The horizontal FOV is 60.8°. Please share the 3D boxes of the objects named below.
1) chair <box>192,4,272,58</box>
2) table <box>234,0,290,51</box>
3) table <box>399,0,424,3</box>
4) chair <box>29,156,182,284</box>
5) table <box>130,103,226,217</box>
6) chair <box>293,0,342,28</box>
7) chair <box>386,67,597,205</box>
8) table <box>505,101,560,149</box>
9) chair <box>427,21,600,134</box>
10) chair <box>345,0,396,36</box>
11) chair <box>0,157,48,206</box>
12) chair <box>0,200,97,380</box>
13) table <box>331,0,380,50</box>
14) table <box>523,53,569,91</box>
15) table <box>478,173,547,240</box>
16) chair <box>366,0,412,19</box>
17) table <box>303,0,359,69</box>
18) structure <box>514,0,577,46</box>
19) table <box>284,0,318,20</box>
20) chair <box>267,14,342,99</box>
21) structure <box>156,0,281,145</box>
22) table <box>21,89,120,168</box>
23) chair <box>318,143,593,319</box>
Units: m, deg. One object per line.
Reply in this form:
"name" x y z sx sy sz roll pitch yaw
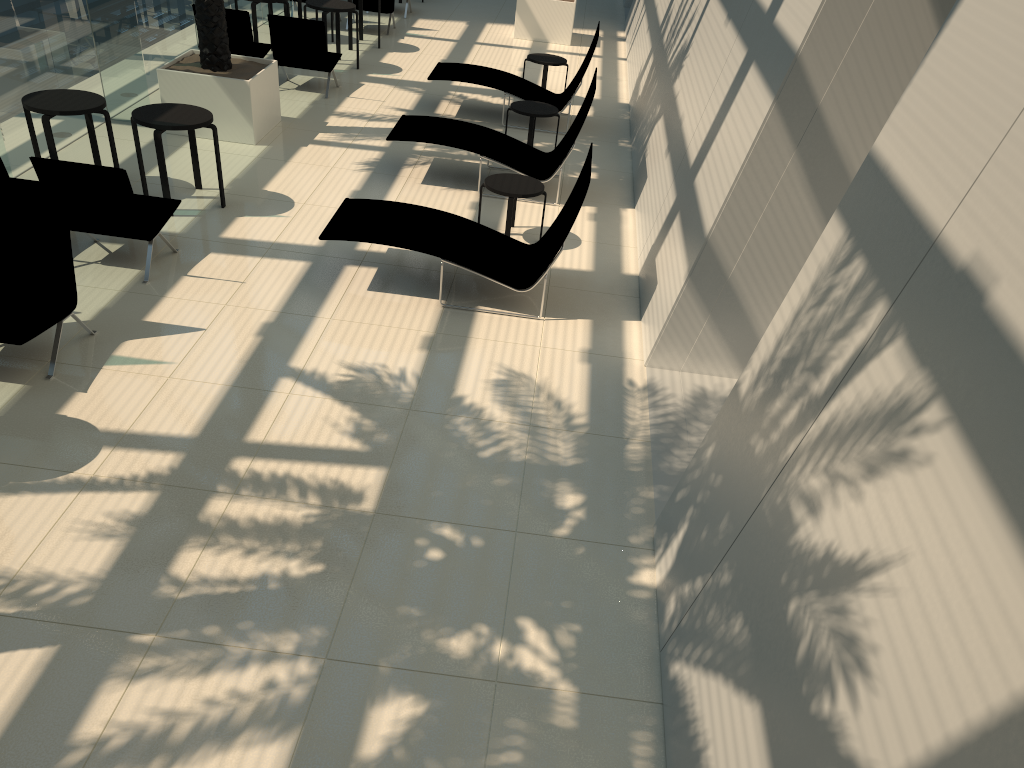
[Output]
"chair" -3.580 -4.445 11.290 0.716 0.962 0.813 8 35 1
"table" -3.503 -5.047 12.305 0.651 0.846 0.651 32 43 31
"table" -2.048 -7.758 16.598 0.651 0.846 0.651 32 43 31
"chair" -3.157 -1.440 6.930 0.716 0.962 0.813 8 35 1
"table" -3.041 -2.050 7.964 0.651 0.846 0.651 32 43 31
"chair" -3.252 -6.414 14.266 0.716 0.962 0.813 8 35 1
"chair" -0.217 -2.702 9.094 2.036 1.254 0.846 8 36 0
"table" 0.232 -2.957 10.195 0.534 0.561 0.527 -24 46 -36
"chair" 0.009 -4.004 11.064 2.036 1.254 0.846 8 36 0
"chair" -2.328 -6.291 14.264 0.716 0.962 0.813 8 35 1
"chair" -4.081 -1.563 6.932 0.716 0.962 0.813 8 35 1
"chair" -3.321 -0.583 5.630 0.716 0.962 0.813 8 35 1
"table" -2.407 -5.642 13.399 0.656 0.846 0.647 -24 46 -36
"table" 0.459 -4.260 12.164 0.531 0.561 0.530 32 42 31
"table" -0.001 -1.615 8.164 0.534 0.561 0.527 -24 46 -36
"chair" -2.164 -7.148 15.563 0.716 0.962 0.813 8 35 1
"table" -2.542 -4.919 12.303 0.651 0.846 0.651 32 43 31
"structure" 1.001 -9.180 13.358 4.141 7.458 4.410 29 41 28
"table" -3.368 -5.770 13.401 0.656 0.846 0.647 -24 46 -36
"chair" -2.655 -4.322 11.288 0.716 0.962 0.813 8 35 1
"structure" -2.976 -5.918 7.638 4.827 7.594 4.073 4 36 -4
"table" -4.002 -2.178 7.966 0.651 0.846 0.651 32 43 31
"chair" -0.451 -1.359 7.063 2.036 1.254 0.846 8 36 0
